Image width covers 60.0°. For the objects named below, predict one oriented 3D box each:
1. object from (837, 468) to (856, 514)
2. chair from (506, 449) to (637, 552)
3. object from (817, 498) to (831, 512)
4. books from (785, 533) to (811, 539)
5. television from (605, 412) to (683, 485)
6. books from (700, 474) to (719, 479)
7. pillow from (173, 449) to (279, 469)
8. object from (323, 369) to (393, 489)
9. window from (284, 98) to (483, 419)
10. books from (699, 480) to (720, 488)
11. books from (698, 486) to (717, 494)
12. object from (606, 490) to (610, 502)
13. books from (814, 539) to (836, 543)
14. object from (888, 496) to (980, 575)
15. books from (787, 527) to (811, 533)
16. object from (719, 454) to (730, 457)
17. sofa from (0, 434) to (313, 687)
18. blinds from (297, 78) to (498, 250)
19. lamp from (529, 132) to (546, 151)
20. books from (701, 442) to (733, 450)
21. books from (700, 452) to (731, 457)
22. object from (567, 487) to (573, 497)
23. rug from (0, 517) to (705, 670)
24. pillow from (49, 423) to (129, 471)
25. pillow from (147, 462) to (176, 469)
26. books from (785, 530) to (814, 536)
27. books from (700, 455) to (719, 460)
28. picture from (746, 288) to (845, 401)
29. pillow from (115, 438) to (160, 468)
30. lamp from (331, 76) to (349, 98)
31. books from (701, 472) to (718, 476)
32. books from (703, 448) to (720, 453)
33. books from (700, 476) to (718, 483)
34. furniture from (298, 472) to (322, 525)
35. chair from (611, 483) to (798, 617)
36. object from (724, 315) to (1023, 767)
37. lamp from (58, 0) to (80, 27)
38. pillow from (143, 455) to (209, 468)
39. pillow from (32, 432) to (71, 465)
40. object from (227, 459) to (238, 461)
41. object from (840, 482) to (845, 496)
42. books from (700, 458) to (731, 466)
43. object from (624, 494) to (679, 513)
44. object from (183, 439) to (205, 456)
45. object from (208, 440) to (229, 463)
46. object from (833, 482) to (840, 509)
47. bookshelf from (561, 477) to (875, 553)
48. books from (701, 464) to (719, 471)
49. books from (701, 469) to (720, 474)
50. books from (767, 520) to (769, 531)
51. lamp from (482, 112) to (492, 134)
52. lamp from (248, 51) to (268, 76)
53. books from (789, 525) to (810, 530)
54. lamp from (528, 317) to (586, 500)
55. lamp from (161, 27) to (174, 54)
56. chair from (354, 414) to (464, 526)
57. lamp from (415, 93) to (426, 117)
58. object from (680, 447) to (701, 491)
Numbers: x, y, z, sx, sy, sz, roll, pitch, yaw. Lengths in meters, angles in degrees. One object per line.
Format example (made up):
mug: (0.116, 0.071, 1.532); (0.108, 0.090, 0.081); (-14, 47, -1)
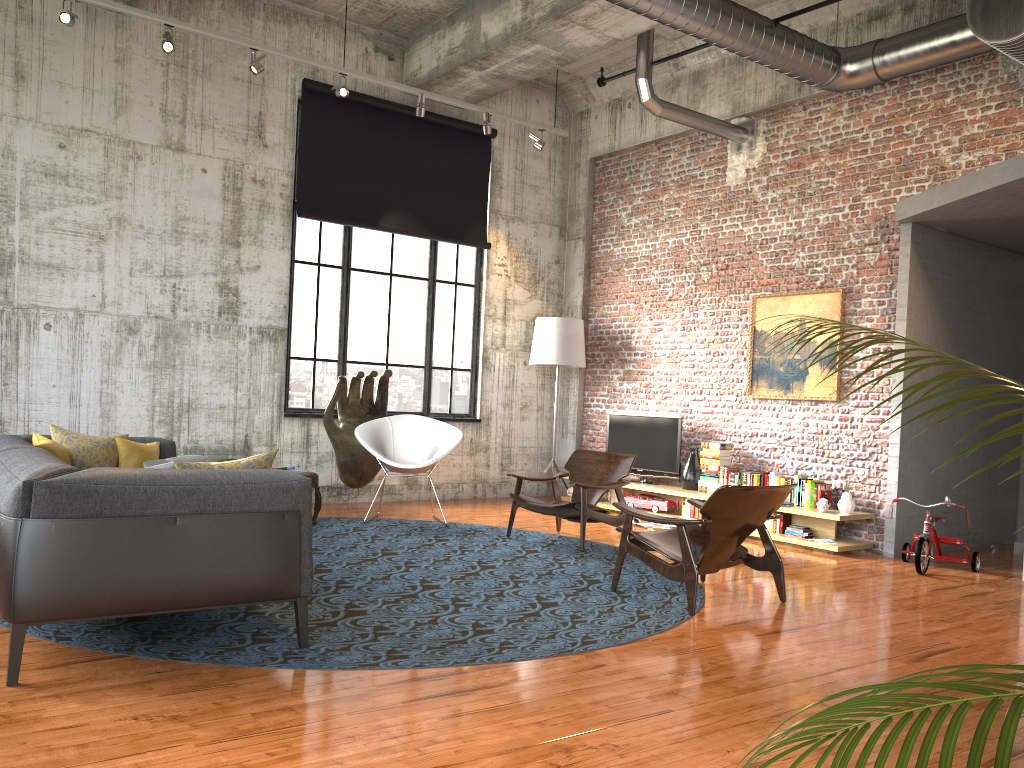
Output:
object: (3.021, 0.943, 7.984); (0.197, 0.445, 0.234); (3, 1, 41)
chair: (0.541, 1.002, 7.869); (0.874, 0.793, 1.044); (3, 0, 44)
object: (2.832, 1.103, 8.050); (0.123, 0.123, 0.251); (3, -1, 9)
books: (2.682, 1.412, 8.274); (0.149, 0.026, 0.214); (3, -1, -36)
television: (1.498, 0.734, 10.107); (1.088, 0.793, 0.286); (2, 0, 40)
books: (2.127, 0.970, 9.314); (0.160, 0.026, 0.250); (3, -1, -36)
pillow: (-1.439, 0.535, 4.438); (0.537, 0.446, 0.260); (3, 0, -29)
object: (-1.657, 0.477, 9.387); (0.728, 1.297, 0.455); (3, 1, -25)
window: (-1.388, -1.299, 10.196); (2.581, 3.437, 0.050); (3, 1, -36)
books: (2.131, 1.054, 9.316); (0.176, 0.053, 0.290); (3, -1, -36)
books: (2.134, 1.113, 9.323); (0.198, 0.066, 0.284); (3, -1, -36)
object: (1.180, 1.312, 10.413); (0.068, 0.172, 0.168); (2, 0, -35)
books: (2.810, 1.417, 8.046); (0.169, 0.023, 0.230); (3, -1, -16)
object: (3.347, 1.094, 0.752); (8.775, 0.657, 20.816); (3, -1, -36)
books: (2.684, 1.361, 8.277); (0.132, 0.024, 0.191); (3, -1, -31)
object: (2.134, 0.737, 9.311); (0.178, 0.031, 0.248); (3, -1, -36)
sofa: (-2.307, 0.792, 5.073); (1.363, 0.861, 3.001); (3, -1, -35)
blinds: (-1.234, -2.420, 10.037); (2.445, 1.464, 0.150); (3, 0, -36)
lamp: (0.301, -2.741, 10.009); (0.226, 0.215, 0.102); (3, 0, 5)
books: (2.156, 0.651, 9.317); (0.198, 0.066, 0.259); (3, -1, -36)
books: (2.135, 0.737, 9.311); (0.183, 0.034, 0.253); (3, -1, -36)
object: (0.801, 1.318, 10.765); (0.183, 0.133, 0.273); (3, -1, -28)
rug: (-1.097, 1.294, 6.328); (4.844, 0.009, 4.847); (3, -1, 10)
pillow: (-2.839, 0.494, 5.918); (0.537, 0.446, 0.260); (3, 0, -29)
pillow: (-1.750, 0.520, 4.218); (0.435, 0.319, 0.168); (3, 0, -37)
books: (2.683, 1.386, 8.274); (0.214, 0.025, 0.149); (2, -1, 39)
books: (2.137, 0.771, 9.314); (0.183, 0.034, 0.253); (3, -1, -36)
picture: (2.791, -0.380, 8.813); (0.040, 1.064, 1.064); (2, 0, -36)
pillow: (-2.558, 0.529, 6.089); (0.168, 0.319, 0.435); (3, 0, 28)
lamp: (-1.650, -2.862, 8.564); (0.102, 0.211, 0.260); (2, 0, -41)
books: (2.129, 0.944, 9.315); (0.161, 0.027, 0.223); (3, -1, -36)
books: (2.150, 0.702, 9.311); (0.168, 0.037, 0.231); (3, -1, -36)
books: (2.129, 1.005, 9.324); (0.175, 0.045, 0.240); (3, -1, -36)
furniture: (-1.998, 1.043, 8.140); (0.432, 0.477, 0.432); (3, 0, 9)
chair: (1.240, 0.998, 5.763); (0.875, 0.793, 1.042); (3, 0, -35)
object: (1.067, 0.278, 0.935); (1.889, 2.064, 1.512); (3, 0, -14)
lamp: (-3.572, -2.979, 7.136); (0.102, 0.211, 0.260); (3, 0, -1)
pillow: (-1.686, 0.506, 4.407); (0.171, 0.315, 0.365); (3, 0, 43)
pillow: (-2.955, 0.503, 5.686); (0.229, 0.371, 0.404); (3, 0, -27)
object: (-2.653, 0.831, 8.757); (0.424, 0.153, 0.381); (3, -1, -36)
object: (3.077, 1.037, 8.226); (0.057, 0.273, 0.057); (3, 1, 14)
books: (2.138, 0.818, 9.314); (0.180, 0.060, 0.259); (3, -1, -36)
object: (1.532, 1.313, 9.782); (0.244, 0.174, 0.599); (3, -1, -45)
object: (-3.012, 0.707, 8.383); (0.163, 0.361, 0.163); (2, 1, -38)
object: (-2.826, 0.718, 8.521); (0.163, 0.361, 0.163); (2, 1, -34)
object: (3.041, 1.037, 8.297); (0.057, 0.273, 0.057); (3, 1, 14)
bookshelf: (1.932, 1.318, 9.447); (0.548, 0.359, 3.842); (3, -1, -36)
books: (2.134, 0.877, 9.315); (0.171, 0.057, 0.246); (3, -1, -36)
books: (2.128, 0.918, 9.312); (0.161, 0.026, 0.223); (3, -1, -36)
books: (2.522, 1.337, 8.576); (0.127, 0.174, 0.028); (3, 1, -36)
lamp: (-0.270, -2.783, 9.523); (0.102, 0.251, 0.165); (3, 0, 9)
lamp: (-2.314, -2.903, 8.046); (0.183, 0.241, 0.102); (3, 0, -41)
books: (2.686, 1.340, 8.274); (0.108, 0.019, 0.154); (3, -1, -36)
lamp: (0.532, 0.332, 10.843); (0.694, 2.244, 0.706); (3, 1, -14)
lamp: (-2.955, -2.939, 7.612); (0.102, 0.228, 0.198); (2, 0, -26)
chair: (-1.020, 0.821, 8.667); (1.057, 1.031, 0.806); (3, 0, 3)
lamp: (-0.932, -2.823, 9.029); (0.102, 0.251, 0.165); (3, 0, -11)
object: (1.958, 0.915, 9.574); (0.268, 0.456, 0.267); (3, 0, -5)
